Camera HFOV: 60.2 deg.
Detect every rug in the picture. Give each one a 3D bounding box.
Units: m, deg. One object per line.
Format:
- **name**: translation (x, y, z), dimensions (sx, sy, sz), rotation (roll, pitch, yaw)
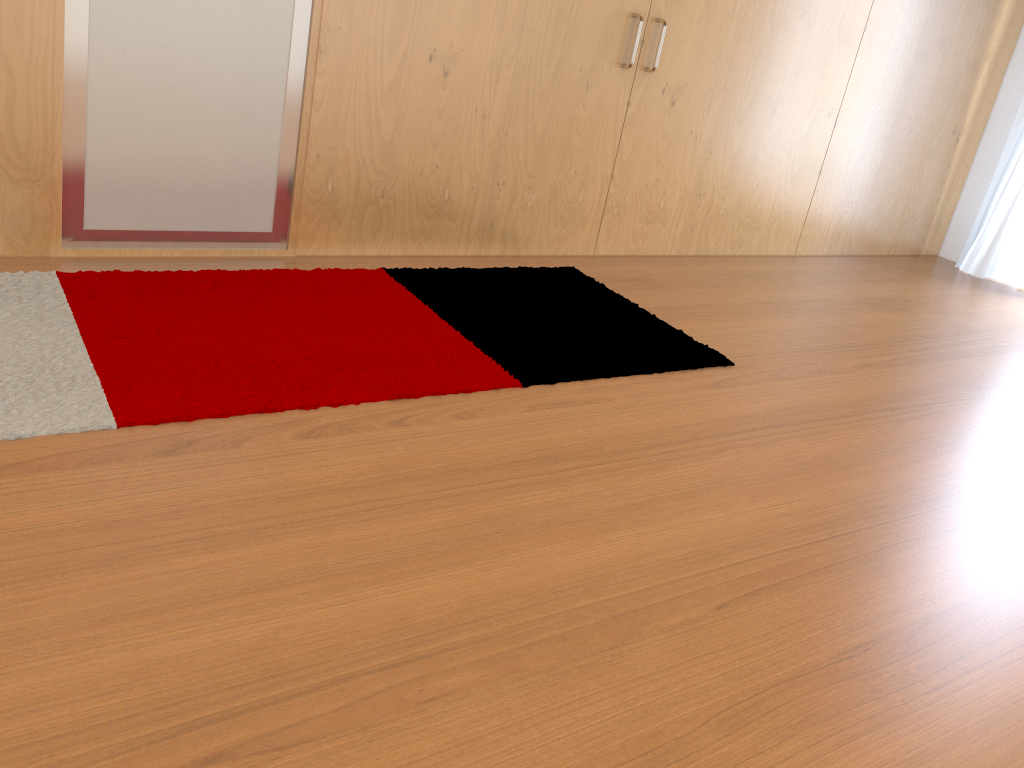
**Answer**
- **rug**: translation (-1.052, -0.111, 2.202), dimensions (3.729, 0.011, 0.939), rotation (-6, 29, -34)

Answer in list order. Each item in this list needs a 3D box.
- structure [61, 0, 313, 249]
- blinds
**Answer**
- **structure**: translation (-1.037, -0.968, 2.786), dimensions (0.727, 1.052, 0.323), rotation (-4, 26, -34)
- **blinds**: translation (3.466, -1.028, 3.816), dimensions (0.233, 1.985, 2.915), rotation (-3, 27, -35)
